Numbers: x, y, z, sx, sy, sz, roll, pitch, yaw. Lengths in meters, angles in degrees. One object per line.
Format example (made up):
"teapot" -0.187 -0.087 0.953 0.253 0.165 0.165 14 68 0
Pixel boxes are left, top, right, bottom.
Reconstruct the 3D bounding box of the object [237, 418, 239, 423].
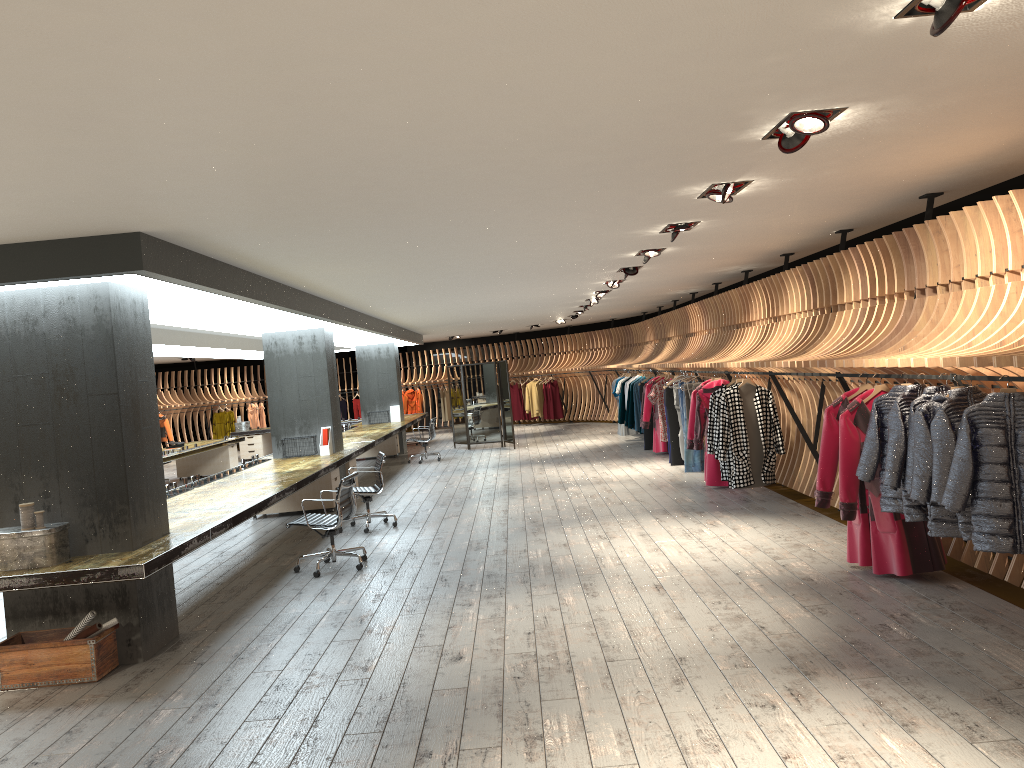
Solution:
"object" -6.906 0.920 22.323 0.062 0.109 0.062 -5 0 -34

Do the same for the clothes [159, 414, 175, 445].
"clothes" -9.599 1.259 24.262 0.839 0.881 0.201 -5 0 30

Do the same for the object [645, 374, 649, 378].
"object" 2.564 -0.135 16.641 0.525 0.270 0.012 -5 0 10

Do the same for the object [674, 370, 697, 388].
"object" 2.558 -0.076 12.864 0.549 0.243 0.023 -6 0 -28

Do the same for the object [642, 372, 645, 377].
"object" 2.562 -0.143 17.076 0.525 0.270 0.012 -5 0 0

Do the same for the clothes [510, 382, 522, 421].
"clothes" 0.097 0.509 26.004 0.444 1.129 0.127 -5 0 -3

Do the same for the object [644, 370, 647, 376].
"object" 2.580 -0.141 16.964 0.525 0.270 0.012 -5 0 0

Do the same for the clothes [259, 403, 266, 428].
"clothes" -7.424 1.134 26.408 0.125 1.156 0.447 -5 0 -35

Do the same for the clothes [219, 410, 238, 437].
"clothes" -8.265 1.287 25.772 0.664 1.045 0.168 -5 0 31

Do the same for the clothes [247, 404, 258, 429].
"clothes" -7.661 1.159 26.258 0.447 1.156 0.125 -5 0 35

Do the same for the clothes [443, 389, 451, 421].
"clothes" -1.957 0.628 27.084 0.096 0.988 0.465 -5 0 17

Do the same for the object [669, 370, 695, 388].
"object" 2.564 -0.081 12.971 0.549 0.243 0.023 -5 0 7

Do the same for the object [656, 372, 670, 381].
"object" 2.581 -0.109 15.128 0.525 0.270 0.012 -5 0 10

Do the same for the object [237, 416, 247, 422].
"object" -6.804 0.902 22.409 0.262 0.204 0.088 -5 0 -1

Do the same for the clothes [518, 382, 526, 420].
"clothes" 0.278 0.496 25.834 0.127 1.129 0.444 -5 0 -8

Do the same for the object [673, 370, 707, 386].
"object" 2.578 -0.070 12.743 0.548 0.256 0.023 -5 0 26

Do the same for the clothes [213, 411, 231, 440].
"clothes" -8.396 1.302 25.645 0.664 1.045 0.168 -5 0 31

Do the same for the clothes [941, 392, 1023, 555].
"clothes" 2.580 0.468 4.630 0.682 0.854 0.181 -5 0 43

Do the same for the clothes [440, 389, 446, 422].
"clothes" -2.074 0.638 27.112 0.096 0.988 0.465 -5 0 12

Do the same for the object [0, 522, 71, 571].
"object" -3.127 1.048 5.707 0.498 0.239 0.303 -5 1 1

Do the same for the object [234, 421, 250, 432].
"object" -6.825 1.083 22.463 0.303 0.239 0.498 -5 1 1

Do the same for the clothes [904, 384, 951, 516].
"clothes" 2.589 0.429 5.262 0.511 0.854 0.228 -5 0 20

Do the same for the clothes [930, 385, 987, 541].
"clothes" 2.598 0.436 4.960 0.530 0.856 0.234 -5 0 -1

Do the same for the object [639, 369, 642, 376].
"object" 2.570 -0.156 17.613 0.525 0.270 0.012 -5 0 0

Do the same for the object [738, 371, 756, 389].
"object" 2.573 -0.005 9.711 0.525 0.270 0.012 -5 0 -10

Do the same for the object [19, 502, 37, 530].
"object" -3.089 0.864 5.745 0.088 0.204 0.262 -5 1 -1

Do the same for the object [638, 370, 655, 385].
"object" 2.570 -0.128 16.342 0.525 0.270 0.012 -5 0 25

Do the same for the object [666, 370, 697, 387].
"object" 2.560 -0.089 13.333 0.549 0.243 0.023 -5 0 37

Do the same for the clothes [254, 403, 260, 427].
"clothes" -7.565 1.149 26.324 0.125 1.156 0.447 -5 0 -30

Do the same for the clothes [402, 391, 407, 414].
"clothes" -3.316 0.622 27.394 0.201 0.881 0.839 -5 1 5

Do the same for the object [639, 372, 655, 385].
"object" 2.560 -0.124 16.162 0.525 0.270 0.012 -5 0 5

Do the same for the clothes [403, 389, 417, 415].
"clothes" -3.112 0.604 27.324 0.200 0.881 0.840 -5 0 30

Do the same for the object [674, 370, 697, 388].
"object" 2.559 -0.085 13.129 0.549 0.243 0.023 -6 0 -38

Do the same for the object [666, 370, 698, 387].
"object" 2.560 -0.082 13.237 0.549 0.250 0.023 -5 0 2

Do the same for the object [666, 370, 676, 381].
"object" 2.554 -0.084 14.267 0.524 0.286 0.015 -6 0 -15

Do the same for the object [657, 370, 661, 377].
"object" 2.559 -0.111 15.374 0.525 0.270 0.012 -5 0 0

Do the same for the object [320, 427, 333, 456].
"object" -2.624 0.803 12.483 0.129 0.383 0.239 -5 0 0

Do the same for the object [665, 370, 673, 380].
"object" 2.559 -0.095 14.480 0.525 0.270 0.012 -5 0 0

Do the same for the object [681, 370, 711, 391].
"object" 2.591 -0.061 12.228 0.547 0.262 0.023 -5 0 1

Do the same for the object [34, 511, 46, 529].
"object" -3.003 0.864 5.641 0.062 0.109 0.062 -5 0 -30

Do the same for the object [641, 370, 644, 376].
"object" 2.566 -0.145 17.279 0.525 0.270 0.012 -5 0 5

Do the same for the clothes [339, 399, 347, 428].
"clothes" -5.227 1.142 27.273 0.087 1.353 0.539 -5 0 25

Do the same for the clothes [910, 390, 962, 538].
"clothes" 2.584 0.458 5.086 0.584 0.854 0.211 -5 0 27

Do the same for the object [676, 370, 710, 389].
"object" 2.561 -0.071 12.420 0.549 0.243 0.023 -5 0 2

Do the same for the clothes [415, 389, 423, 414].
"clothes" -2.872 0.583 27.273 0.201 0.881 0.839 -5 1 -20

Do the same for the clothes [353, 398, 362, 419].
"clothes" -4.704 1.100 27.351 0.093 1.337 0.551 -5 0 -45

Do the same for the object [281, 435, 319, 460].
"object" -2.974 0.888 12.427 0.459 0.289 0.329 -5 1 -2
